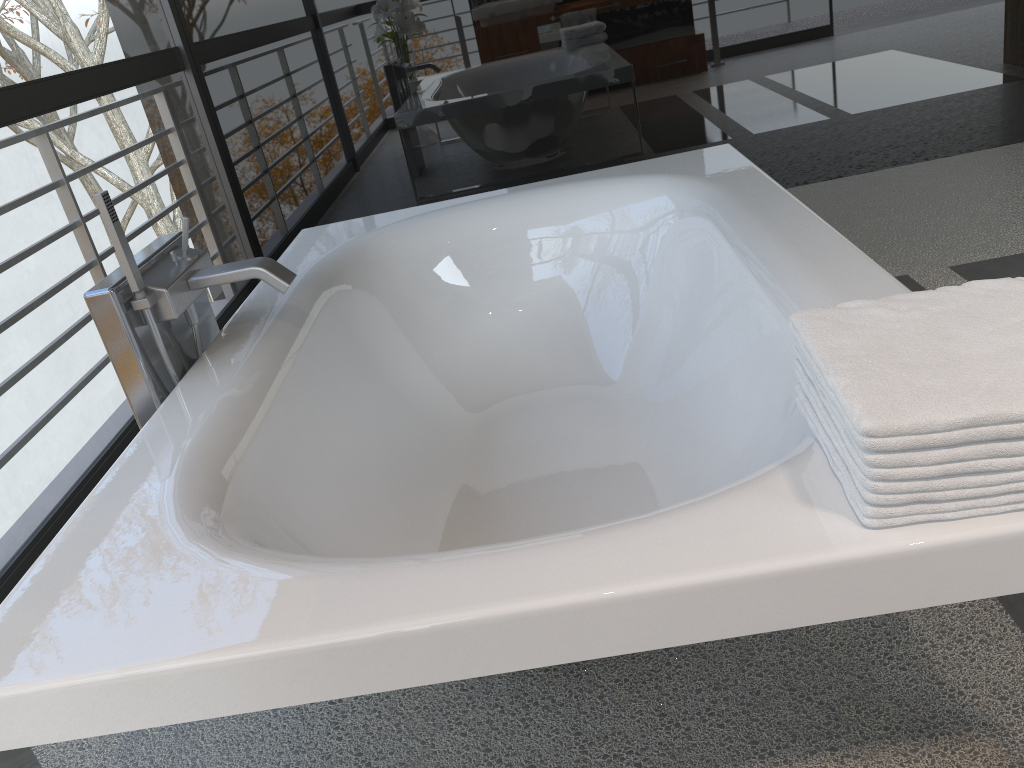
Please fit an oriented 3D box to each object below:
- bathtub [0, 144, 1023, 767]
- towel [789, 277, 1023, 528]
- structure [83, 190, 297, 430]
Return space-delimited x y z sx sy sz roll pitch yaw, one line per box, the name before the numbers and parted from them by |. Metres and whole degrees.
bathtub | 0.047 0.040 1.911 1.327 0.502 1.965 -10 25 5
towel | 0.509 0.009 1.016 0.305 0.144 0.323 -9 25 7
structure | -0.583 -0.035 1.926 0.330 0.881 0.403 -10 24 5
